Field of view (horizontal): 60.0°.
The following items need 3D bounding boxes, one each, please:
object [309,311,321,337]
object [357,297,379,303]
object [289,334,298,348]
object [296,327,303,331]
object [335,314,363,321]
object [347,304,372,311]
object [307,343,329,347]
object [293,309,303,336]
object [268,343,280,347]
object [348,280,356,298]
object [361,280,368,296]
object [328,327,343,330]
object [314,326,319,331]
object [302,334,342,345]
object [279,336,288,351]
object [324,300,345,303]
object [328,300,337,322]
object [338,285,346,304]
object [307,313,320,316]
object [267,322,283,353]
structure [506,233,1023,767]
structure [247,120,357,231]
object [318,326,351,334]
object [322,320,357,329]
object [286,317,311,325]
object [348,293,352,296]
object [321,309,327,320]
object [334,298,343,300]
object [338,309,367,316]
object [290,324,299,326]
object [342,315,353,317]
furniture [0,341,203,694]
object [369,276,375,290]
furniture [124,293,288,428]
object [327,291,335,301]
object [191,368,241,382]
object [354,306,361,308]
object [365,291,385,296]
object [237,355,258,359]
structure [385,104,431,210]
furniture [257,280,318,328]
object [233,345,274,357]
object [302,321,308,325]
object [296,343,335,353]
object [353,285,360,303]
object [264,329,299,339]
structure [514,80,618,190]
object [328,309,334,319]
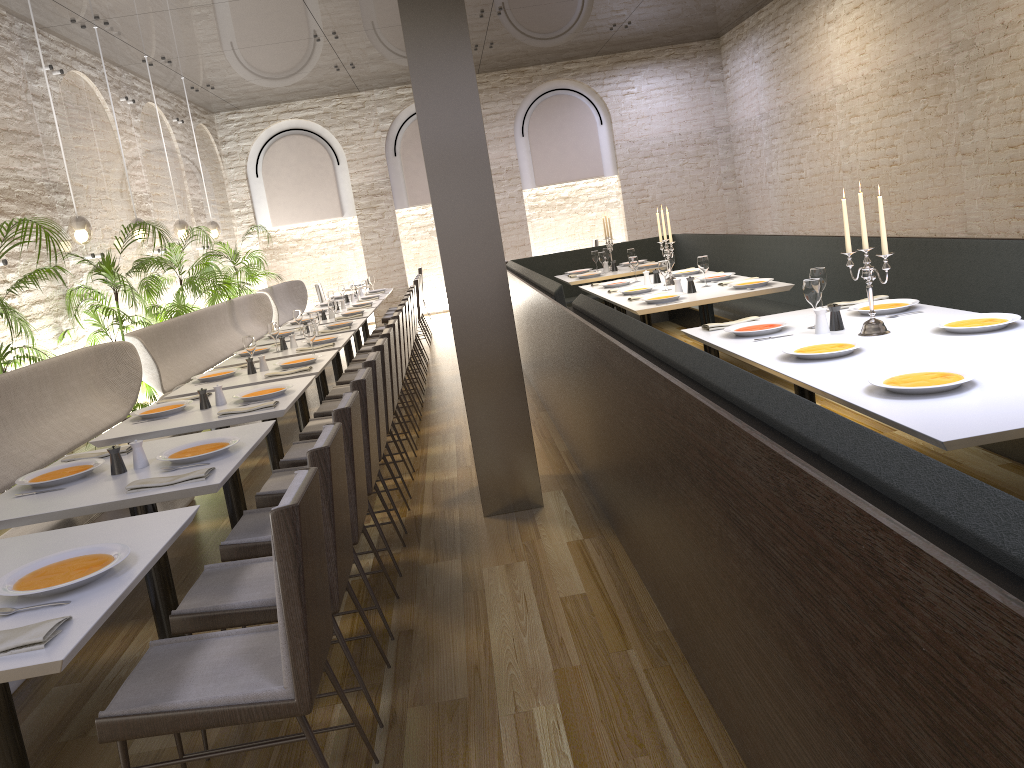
[{"bbox_3d":[-1.603,-0.477,7.268,0.086,0.229,0.086,-9,8,3],"label":"object"},{"bbox_3d":[-1.812,-1.057,11.150,0.273,0.033,0.143,-10,10,-3],"label":"object"},{"bbox_3d":[-1.722,-0.340,6.965,0.059,0.109,0.059,-11,9,-11],"label":"object"},{"bbox_3d":[-2.121,-0.508,8.464,0.273,0.033,0.143,-10,10,-3],"label":"object"},{"bbox_3d":[-1.646,-0.675,8.954,0.273,0.033,0.143,-10,10,-3],"label":"object"},{"bbox_3d":[-1.729,-0.867,10.059,0.273,0.033,0.143,-10,10,-3],"label":"object"},{"bbox_3d":[-1.488,-0.303,6.822,0.181,0.015,0.038,-9,10,-2],"label":"object"},{"bbox_3d":[-1.905,-0.552,7.930,0.086,0.229,0.086,-2,11,39],"label":"object"},{"bbox_3d":[-2.034,-0.309,7.316,0.273,0.033,0.143,-10,10,-3],"label":"object"},{"bbox_3d":[-2.244,-1.332,12.409,0.086,0.229,0.087,-5,9,27],"label":"object"},{"bbox_3d":[-1.943,-1.258,11.756,0.086,0.229,0.087,-5,9,27],"label":"object"},{"bbox_3d":[-1.575,-0.502,7.970,0.181,0.015,0.038,-9,10,-2],"label":"object"},{"bbox_3d":[-1.809,-0.540,8.113,0.059,0.109,0.059,-11,9,-11],"label":"object"},{"bbox_3d":[-1.498,-0.342,7.003,0.322,0.036,0.322,-13,11,-20],"label":"object"},{"bbox_3d":[-1.788,-0.321,6.916,0.059,0.109,0.059,-11,9,-11],"label":"object"},{"bbox_3d":[-2.375,-1.092,11.818,0.273,0.033,0.143,-10,10,-3],"label":"object"},{"bbox_3d":[-1.688,-0.672,8.391,0.086,0.229,0.086,-2,11,39],"label":"object"},{"bbox_3d":[-2.160,-1.137,11.295,0.086,0.229,0.087,-5,9,27],"label":"object"},{"bbox_3d":[-2.275,-0.805,10.207,0.185,0.010,0.017,-10,10,-3],"label":"object"},{"bbox_3d":[-1.820,-0.356,6.807,0.086,0.229,0.087,-1,12,44],"label":"object"},{"bbox_3d":[1.443,-0.277,5.660,2.372,0.995,10.812,-9,10,-3],"label":"structure"},{"bbox_3d":[-3.479,-3.448,14.435,1.634,1.665,0.098,-10,8,-3],"label":"structure"},{"bbox_3d":[-1.558,-0.473,7.796,0.273,0.033,0.143,-10,10,-3],"label":"object"},{"bbox_3d":[-1.585,-0.542,8.150,0.323,0.036,0.322,-14,11,-24],"label":"object"},{"bbox_3d":[-2.202,-0.655,9.282,0.323,0.036,0.322,-14,11,-24],"label":"object"},{"bbox_3d":[-2.460,-1.289,12.945,0.273,0.033,0.143,-10,10,-3],"label":"object"},{"bbox_3d":[-1.962,-0.722,9.222,0.059,0.109,0.059,-11,9,-11],"label":"object"},{"bbox_3d":[-2.442,-1.191,12.425,0.185,0.010,0.017,-10,10,-3],"label":"object"},{"bbox_3d":[-1.672,-0.744,9.308,0.323,0.036,0.322,-14,11,-24],"label":"object"},{"bbox_3d":[-2.191,-0.613,9.102,0.185,0.010,0.017,-10,10,-3],"label":"object"},{"bbox_3d":[-1.662,-0.704,9.128,0.181,0.015,0.038,-9,10,-2],"label":"object"},{"bbox_3d":[-2.240,0.574,3.958,0.709,1.090,4.502,-9,10,-3],"label":"furniture"},{"bbox_3d":[-2.027,-1.452,12.871,0.086,0.229,0.087,-5,9,27],"label":"object"},{"bbox_3d":[-2.586,-0.225,8.545,0.709,1.090,4.502,-9,10,-3],"label":"furniture"},{"bbox_3d":[-2.078,-0.949,10.210,0.086,0.229,0.087,-5,9,27],"label":"object"},{"bbox_3d":[-1.940,-0.053,5.826,0.321,0.036,0.324,-3,12,32],"label":"object"},{"bbox_3d":[-1.746,-0.896,10.234,0.181,0.015,0.038,-9,10,-2],"label":"object"},{"bbox_3d":[-1.897,-1.253,12.277,0.273,0.033,0.143,-10,10,-3],"label":"object"},{"bbox_3d":[-2.017,-0.211,6.795,0.185,0.010,0.017,-10,10,-3],"label":"object"},{"bbox_3d":[-1.252,-3.823,14.555,1.634,1.665,0.098,-10,8,-3],"label":"structure"},{"bbox_3d":[-2.861,-0.858,12.180,0.707,1.091,2.600,-9,10,-3],"label":"furniture"},{"bbox_3d":[-2.028,-0.254,6.976,0.322,0.036,0.322,-13,11,-20],"label":"object"},{"bbox_3d":[-1.875,-0.520,8.064,0.059,0.109,0.059,-11,9,-11],"label":"object"},{"bbox_3d":[-1.471,-0.273,6.648,0.273,0.033,0.143,-10,10,-3],"label":"object"},{"bbox_3d":[-1.861,-1.069,10.672,0.086,0.229,0.087,-5,9,27],"label":"object"},{"bbox_3d":[-2.114,-0.453,8.124,0.323,0.036,0.322,-14,11,-24],"label":"object"},{"bbox_3d":[0.836,-4.174,14.667,1.634,1.665,0.098,-10,8,-3],"label":"structure"},{"bbox_3d":[-1.897,-0.742,9.271,0.059,0.109,0.059,-11,9,-11],"label":"object"}]
